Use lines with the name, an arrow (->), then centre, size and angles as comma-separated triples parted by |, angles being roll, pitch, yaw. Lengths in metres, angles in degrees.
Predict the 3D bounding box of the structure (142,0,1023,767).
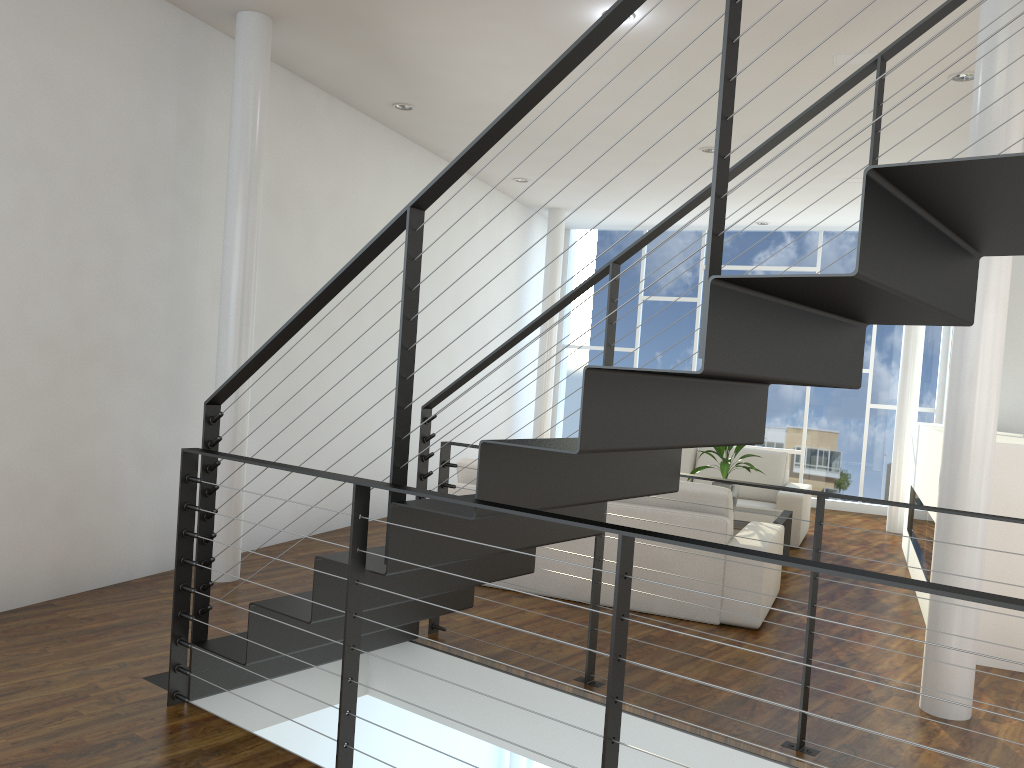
structure -> 0.956, 0.547, 1.660 | 4.356, 6.303, 1.094 | 5, 2, 38

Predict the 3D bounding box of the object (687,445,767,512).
object -> 1.229, 0.419, 4.996 | 0.432, 0.601, 0.457 | 4, 2, 7

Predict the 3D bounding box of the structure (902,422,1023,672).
structure -> 2.548, 0.004, 4.505 | 0.749, 2.208, 2.750 | 5, 1, 21

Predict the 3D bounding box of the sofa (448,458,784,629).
sofa -> 0.429, 0.670, 4.227 | 1.609, 0.566, 0.802 | 4, 1, 22

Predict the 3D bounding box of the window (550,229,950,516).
window -> 2.139, -1.755, 7.935 | 3.412, 5.640, 0.090 | 5, 2, 21

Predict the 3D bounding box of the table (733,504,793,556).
table -> 0.777, 0.829, 5.227 | 1.607, 0.285, 0.661 | 4, 1, 22

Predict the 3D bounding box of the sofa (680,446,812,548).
sofa -> 1.229, 0.706, 6.209 | 1.609, 0.566, 0.802 | 4, 1, 23
